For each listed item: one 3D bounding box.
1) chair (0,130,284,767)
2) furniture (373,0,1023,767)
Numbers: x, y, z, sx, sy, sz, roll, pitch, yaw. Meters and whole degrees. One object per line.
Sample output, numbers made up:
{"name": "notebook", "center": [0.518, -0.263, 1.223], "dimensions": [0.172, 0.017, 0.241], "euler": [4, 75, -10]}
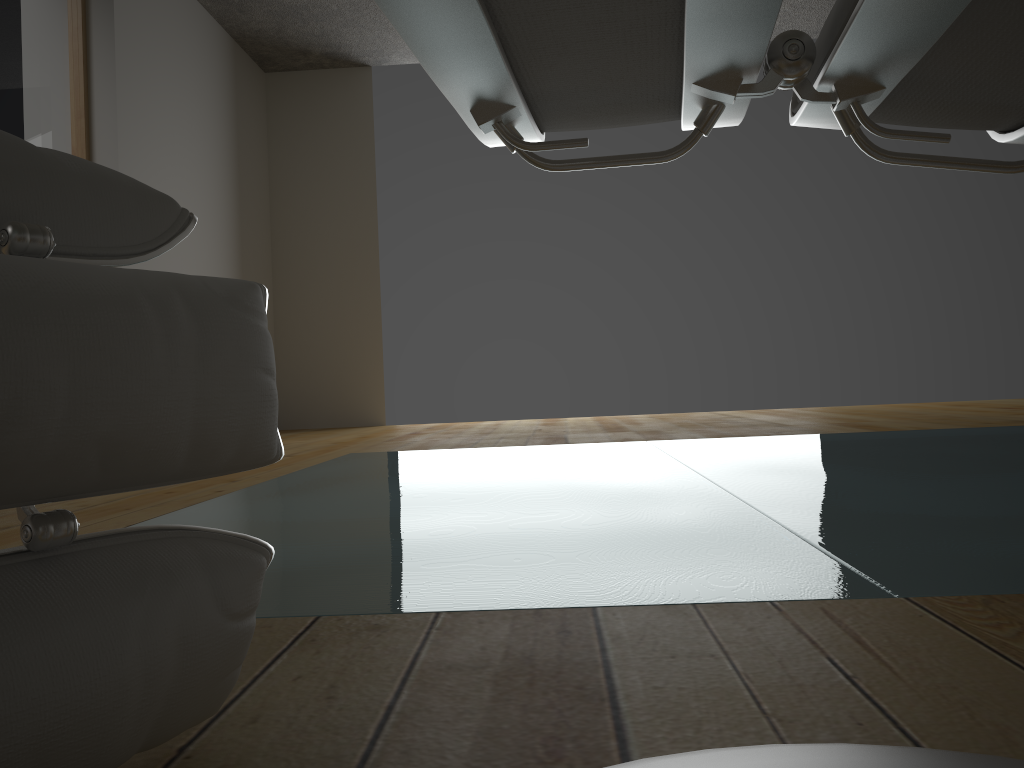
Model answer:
{"name": "chair", "center": [-0.667, -0.231, 0.544], "dimensions": [0.913, 0.970, 0.569], "euler": [-3, -2, 28]}
{"name": "furniture", "center": [0.189, -0.005, 0.224], "dimensions": [0.686, 0.440, 0.569], "euler": [-3, -1, 9]}
